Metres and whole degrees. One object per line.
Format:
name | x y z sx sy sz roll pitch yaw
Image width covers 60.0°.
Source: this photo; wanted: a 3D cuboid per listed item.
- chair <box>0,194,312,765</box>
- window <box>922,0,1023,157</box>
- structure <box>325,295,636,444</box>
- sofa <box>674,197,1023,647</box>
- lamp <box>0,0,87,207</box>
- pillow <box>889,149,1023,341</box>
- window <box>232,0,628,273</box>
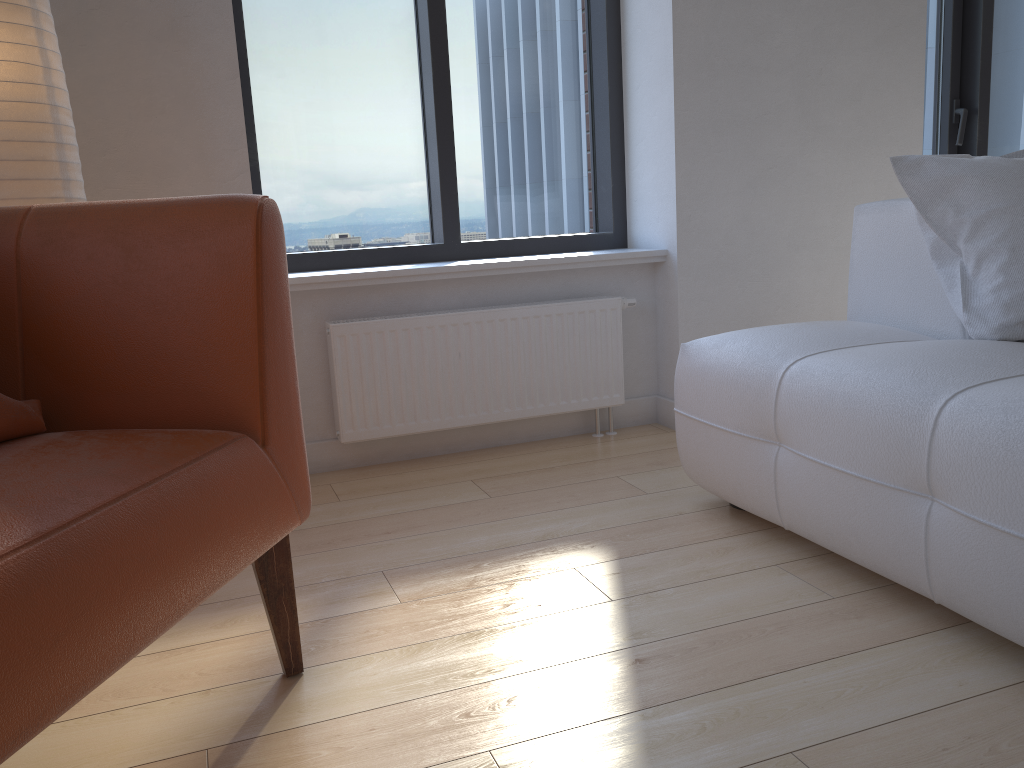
chair | -0.832 0.147 1.138 0.843 0.858 0.896 -1 11 12
window | 1.865 -1.869 3.575 1.310 2.402 0.170 -7 11 -19
structure | -0.061 -0.013 2.813 1.015 0.460 0.110 -7 11 -19
sofa | 2.202 0.052 1.087 2.614 0.732 3.424 -7 11 -19
lamp | -0.898 -0.363 1.991 0.502 1.550 0.804 3 13 30
pillow | 1.927 -0.346 1.799 2.156 0.456 0.580 -2 11 6
window | -0.290 -1.601 2.813 1.310 2.402 0.170 -7 11 -19
